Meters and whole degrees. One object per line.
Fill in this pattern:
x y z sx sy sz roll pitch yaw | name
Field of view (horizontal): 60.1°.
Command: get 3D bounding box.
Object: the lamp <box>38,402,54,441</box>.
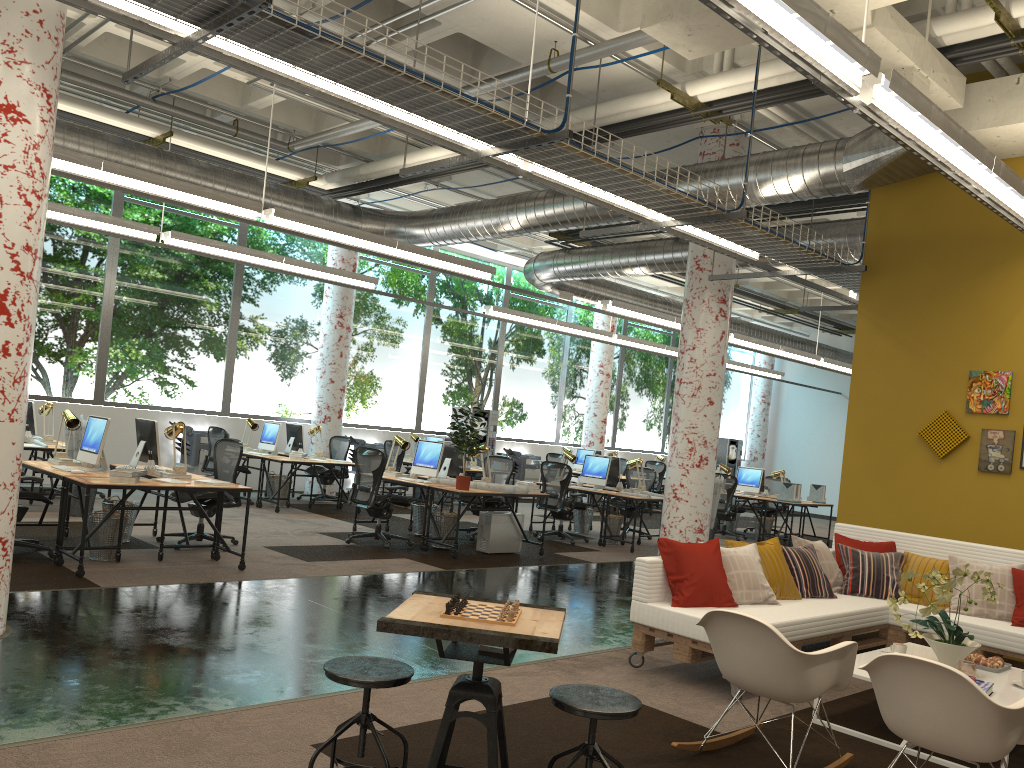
-5.660 0.521 10.740 0.209 0.611 0.527 6 -1 -24 | lamp

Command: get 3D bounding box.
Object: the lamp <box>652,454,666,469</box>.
3.367 1.946 20.788 0.219 0.611 0.527 6 -1 -24 | lamp

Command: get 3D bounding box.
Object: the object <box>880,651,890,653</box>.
2.281 1.620 5.335 0.132 0.011 0.028 6 -3 1 | object

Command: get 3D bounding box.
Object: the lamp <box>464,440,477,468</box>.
-0.711 1.265 15.543 0.219 0.611 0.527 6 -1 -24 | lamp

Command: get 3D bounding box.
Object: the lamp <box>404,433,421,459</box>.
-1.806 1.167 15.763 0.209 0.611 0.527 6 -1 -24 | lamp

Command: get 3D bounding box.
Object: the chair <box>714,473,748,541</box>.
3.599 2.056 14.990 0.769 1.085 0.794 5 -1 30 | chair

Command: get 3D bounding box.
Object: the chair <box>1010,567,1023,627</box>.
3.764 1.529 6.160 0.518 0.395 0.335 5 -1 24 | chair

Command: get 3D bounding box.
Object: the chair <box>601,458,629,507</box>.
2.139 2.123 19.119 0.769 1.085 0.794 5 -1 30 | chair

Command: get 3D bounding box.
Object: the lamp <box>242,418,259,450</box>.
-4.046 0.830 13.590 0.219 0.611 0.527 6 -1 -24 | lamp

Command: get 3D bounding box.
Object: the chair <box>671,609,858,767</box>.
1.224 1.429 4.189 0.796 0.753 0.613 7 -2 -44 | chair

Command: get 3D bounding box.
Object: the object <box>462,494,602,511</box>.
0.431 2.172 17.066 3.419 0.437 0.365 8 -2 -34 | object

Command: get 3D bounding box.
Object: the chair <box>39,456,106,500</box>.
-5.658 0.950 11.549 0.769 1.085 0.794 5 -1 30 | chair

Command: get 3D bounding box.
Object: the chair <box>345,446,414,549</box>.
-1.512 1.267 10.070 0.769 1.085 0.794 5 -1 30 | chair

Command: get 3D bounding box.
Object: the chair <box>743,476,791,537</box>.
4.770 2.246 16.385 0.769 1.085 0.794 5 -1 30 | chair

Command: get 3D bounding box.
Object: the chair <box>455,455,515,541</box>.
-0.341 1.457 11.465 0.769 1.085 0.794 5 -1 30 | chair

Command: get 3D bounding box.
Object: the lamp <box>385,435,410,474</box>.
-1.437 0.929 10.876 0.219 0.611 0.527 6 -1 -24 | lamp

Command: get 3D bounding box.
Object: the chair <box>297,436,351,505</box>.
-2.950 1.358 14.179 0.769 1.085 0.794 5 -1 30 | chair

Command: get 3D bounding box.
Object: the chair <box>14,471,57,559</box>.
-4.207 0.882 7.416 0.769 1.085 0.794 5 -1 30 | chair

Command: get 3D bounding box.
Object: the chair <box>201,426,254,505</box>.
-4.121 1.168 12.784 0.769 1.085 0.794 5 -1 30 | chair

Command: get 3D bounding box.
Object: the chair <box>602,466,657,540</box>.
1.853 1.814 13.690 0.769 1.085 0.794 5 -1 30 | chair

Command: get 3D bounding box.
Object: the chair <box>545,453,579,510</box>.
0.968 1.934 17.725 0.769 1.085 0.794 5 -1 30 | chair

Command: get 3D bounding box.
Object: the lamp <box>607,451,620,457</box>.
2.141 1.695 18.312 0.219 0.611 0.527 6 -1 -24 | lamp

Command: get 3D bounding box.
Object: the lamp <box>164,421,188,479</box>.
-3.034 0.642 8.003 0.219 0.611 0.527 6 -1 -24 | lamp

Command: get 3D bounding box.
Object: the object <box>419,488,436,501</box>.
-1.490 1.930 16.139 0.353 0.435 0.368 6 -1 -8 | object

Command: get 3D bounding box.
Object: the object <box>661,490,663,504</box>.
3.689 2.709 21.165 0.358 0.435 0.354 5 -2 43 | object

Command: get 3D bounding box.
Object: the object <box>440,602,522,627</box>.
-0.111 0.860 3.324 0.273 0.012 0.273 5 -3 6 | object

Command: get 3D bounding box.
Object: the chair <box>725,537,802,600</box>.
1.805 1.325 6.339 0.548 0.438 0.315 7 -1 -32 | chair

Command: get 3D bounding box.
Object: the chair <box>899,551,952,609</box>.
3.181 1.514 6.757 0.520 0.381 0.367 4 -2 43 | chair

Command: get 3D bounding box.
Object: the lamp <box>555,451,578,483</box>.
0.761 1.287 13.103 0.209 0.611 0.527 6 -1 -24 | lamp

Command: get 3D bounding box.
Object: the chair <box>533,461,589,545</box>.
0.682 1.624 12.296 0.769 1.085 0.794 5 -1 30 | chair

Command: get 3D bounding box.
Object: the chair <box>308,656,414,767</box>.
-0.571 1.333 3.394 0.346 0.497 0.338 6 -1 6 | chair

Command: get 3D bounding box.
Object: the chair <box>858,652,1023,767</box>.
1.773 1.455 3.618 0.796 0.753 0.613 7 -2 -44 | chair

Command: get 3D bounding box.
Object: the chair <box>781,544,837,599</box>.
2.159 1.407 6.602 0.524 0.408 0.340 7 -1 -28 | chair

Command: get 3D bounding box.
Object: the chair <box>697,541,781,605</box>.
1.551 1.303 6.052 0.526 0.401 0.331 7 -1 -25 | chair

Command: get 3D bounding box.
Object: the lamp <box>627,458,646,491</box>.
1.851 1.384 12.881 0.209 0.611 0.527 6 -1 -24 | lamp

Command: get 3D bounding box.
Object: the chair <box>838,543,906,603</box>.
2.802 1.482 6.897 0.516 0.392 0.358 5 -1 15 | chair

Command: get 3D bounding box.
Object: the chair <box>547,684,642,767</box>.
0.287 1.415 3.304 0.346 0.497 0.338 6 -1 6 | chair

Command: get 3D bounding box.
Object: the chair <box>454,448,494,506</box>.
-0.714 1.694 16.350 0.769 1.085 0.794 5 -1 30 | chair

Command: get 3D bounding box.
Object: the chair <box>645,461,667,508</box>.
3.293 2.284 19.982 0.769 1.085 0.794 5 -1 30 | chair

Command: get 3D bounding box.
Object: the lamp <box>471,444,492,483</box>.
-0.343 1.028 10.656 0.209 0.611 0.527 6 -1 -24 | lamp

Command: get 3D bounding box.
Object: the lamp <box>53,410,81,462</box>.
-4.133 0.543 8.221 0.219 0.611 0.527 6 -1 -24 | lamp

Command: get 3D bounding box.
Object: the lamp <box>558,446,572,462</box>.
1.043 1.596 18.530 0.219 0.611 0.527 6 -1 -24 | lamp

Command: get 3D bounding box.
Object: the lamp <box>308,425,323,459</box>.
-2.952 0.928 13.369 0.209 0.611 0.527 6 -1 -24 | lamp

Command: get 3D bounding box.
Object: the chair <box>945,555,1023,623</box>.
3.459 1.495 6.456 0.525 0.428 0.312 5 -1 25 | chair

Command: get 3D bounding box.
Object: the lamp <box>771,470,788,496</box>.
4.772 1.817 15.578 0.219 0.611 0.527 6 -1 -24 | lamp

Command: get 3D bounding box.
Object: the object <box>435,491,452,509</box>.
-1.174 1.911 15.167 0.358 0.435 0.354 5 -2 43 | object

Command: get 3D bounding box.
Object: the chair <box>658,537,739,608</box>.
1.200 1.231 5.772 0.535 0.444 0.301 7 -1 -28 | chair

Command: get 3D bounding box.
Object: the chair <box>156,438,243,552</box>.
-3.036 1.071 8.810 0.769 1.085 0.794 5 -1 30 | chair

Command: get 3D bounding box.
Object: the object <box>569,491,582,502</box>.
1.364 2.359 18.908 0.358 0.435 0.354 5 -2 43 | object

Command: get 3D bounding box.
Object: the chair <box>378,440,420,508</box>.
-1.885 1.505 14.955 0.769 1.085 0.794 5 -1 30 | chair

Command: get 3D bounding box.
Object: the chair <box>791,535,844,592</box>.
2.409 1.419 6.939 0.547 0.437 0.334 7 -2 -39 | chair

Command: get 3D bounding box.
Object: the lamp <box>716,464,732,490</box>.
3.673 1.718 15.796 0.219 0.611 0.527 6 -1 -24 | lamp

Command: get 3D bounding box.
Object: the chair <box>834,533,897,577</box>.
2.869 1.465 7.186 0.533 0.437 0.287 5 -1 19 | chair
